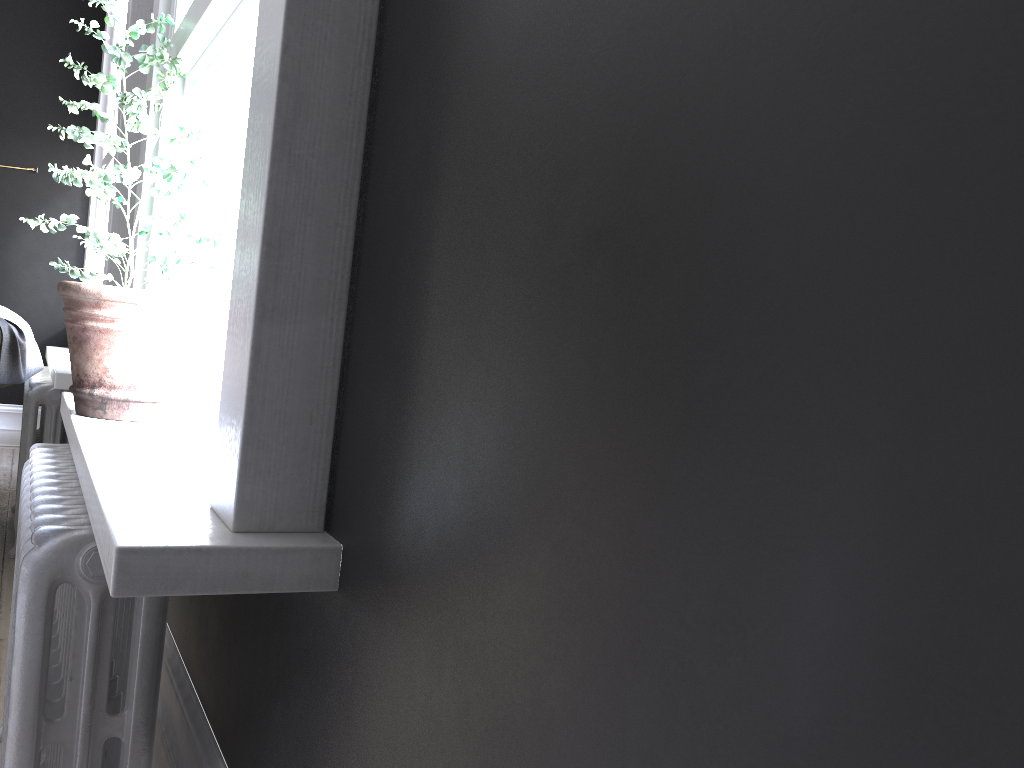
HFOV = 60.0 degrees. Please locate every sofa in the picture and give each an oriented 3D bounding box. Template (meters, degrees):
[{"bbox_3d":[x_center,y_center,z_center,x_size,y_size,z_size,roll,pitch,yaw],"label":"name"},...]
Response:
[{"bbox_3d":[-2.909,0.158,4.161,1.607,1.162,2.808,5,3,-28],"label":"sofa"}]

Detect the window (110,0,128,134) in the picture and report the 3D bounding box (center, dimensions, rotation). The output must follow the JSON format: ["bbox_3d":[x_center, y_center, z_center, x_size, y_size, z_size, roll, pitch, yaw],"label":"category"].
[{"bbox_3d":[-1.946,-1.289,4.450,0.056,1.673,1.260,5,3,-29],"label":"window"}]

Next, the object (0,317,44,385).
[{"bbox_3d":[-2.328,-0.031,3.354,0.516,0.585,1.367,8,3,20],"label":"object"}]

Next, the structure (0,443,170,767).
[{"bbox_3d":[-1.005,0.625,2.019,0.276,0.849,1.139,5,3,-29],"label":"structure"}]

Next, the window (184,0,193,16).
[{"bbox_3d":[-0.586,-1.363,2.011,0.056,1.018,1.260,5,3,-29],"label":"window"}]

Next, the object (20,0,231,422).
[{"bbox_3d":[-1.030,-0.480,2.369,0.505,1.135,0.474,7,3,11],"label":"object"}]

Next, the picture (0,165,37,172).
[{"bbox_3d":[-5.650,-1.472,5.787,4.460,0.772,0.057,5,4,-29],"label":"picture"}]
